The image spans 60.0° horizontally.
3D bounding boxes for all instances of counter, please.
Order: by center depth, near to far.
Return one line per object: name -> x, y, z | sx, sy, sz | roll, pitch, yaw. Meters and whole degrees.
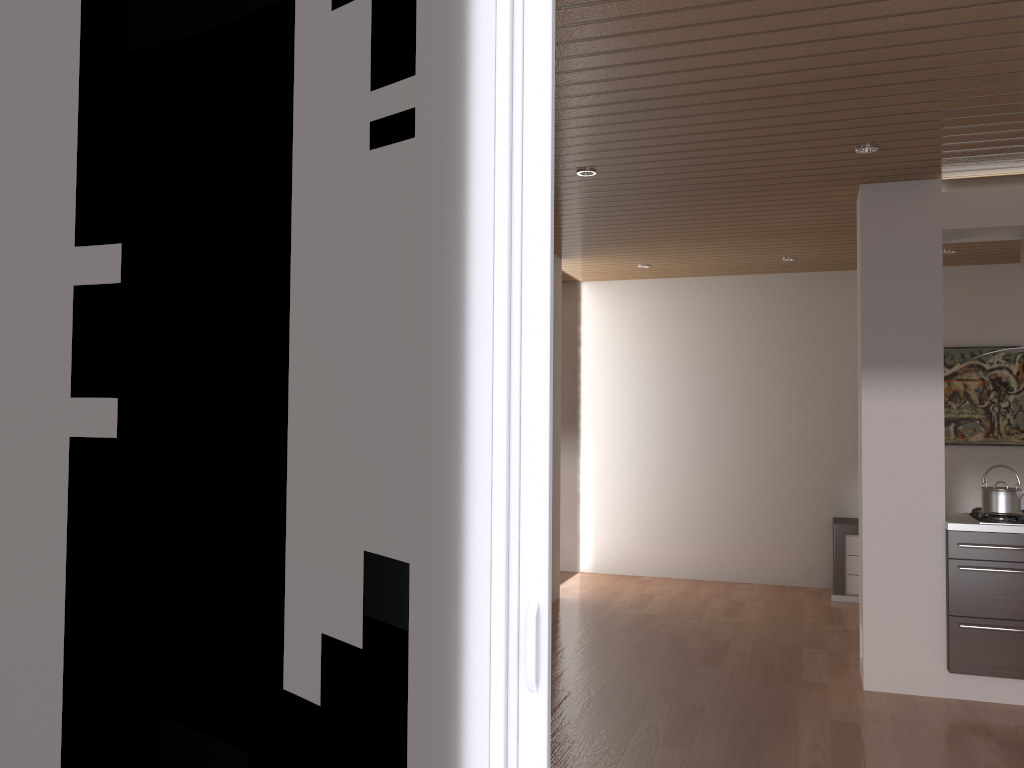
counter -> 3.128, 0.709, 3.849 | 2.150, 0.036, 1.850 | 0, -2, 19

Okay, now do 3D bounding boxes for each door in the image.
door -> 1.064, 0.140, 1.428 | 2.300, 2.700, 0.101 | 0, -2, 19

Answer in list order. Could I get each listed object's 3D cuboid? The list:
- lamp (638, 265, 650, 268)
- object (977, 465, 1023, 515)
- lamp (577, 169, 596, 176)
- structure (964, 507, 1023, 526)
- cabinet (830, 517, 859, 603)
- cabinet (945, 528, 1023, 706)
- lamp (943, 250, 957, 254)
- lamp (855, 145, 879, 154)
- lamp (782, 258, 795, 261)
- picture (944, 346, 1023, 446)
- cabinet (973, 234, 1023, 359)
lamp -> 1.101, -1.005, 7.407 | 0.102, 0.055, 0.102 | 0, -2, 2
object -> 2.537, 0.544, 4.601 | 0.221, 0.251, 0.221 | 0, -2, 11
lamp -> 0.386, -1.116, 4.592 | 0.102, 0.055, 0.102 | 1, -2, -9
structure -> 2.833, 0.696, 4.617 | 0.797, 0.047, 0.494 | 0, -2, 19
cabinet -> 3.430, 1.413, 6.968 | 1.740, 0.608, 0.540 | 0, -2, 19
cabinet -> 3.124, 1.162, 3.832 | 2.150, 0.870, 1.850 | 0, -2, 19
lamp -> 3.289, -1.015, 6.666 | 0.102, 0.055, 0.102 | -1, -3, 36
lamp -> 1.665, -1.122, 4.159 | 0.102, 0.055, 0.102 | 0, -2, 2
lamp -> 2.195, -1.010, 7.036 | 0.102, 0.055, 0.102 | 0, -2, 2
picture -> 3.578, 0.099, 7.263 | 1.277, 0.801, 0.018 | 0, -2, 19
cabinet -> 3.246, -0.364, 3.909 | 2.058, 1.032, 1.399 | 0, -2, 23
